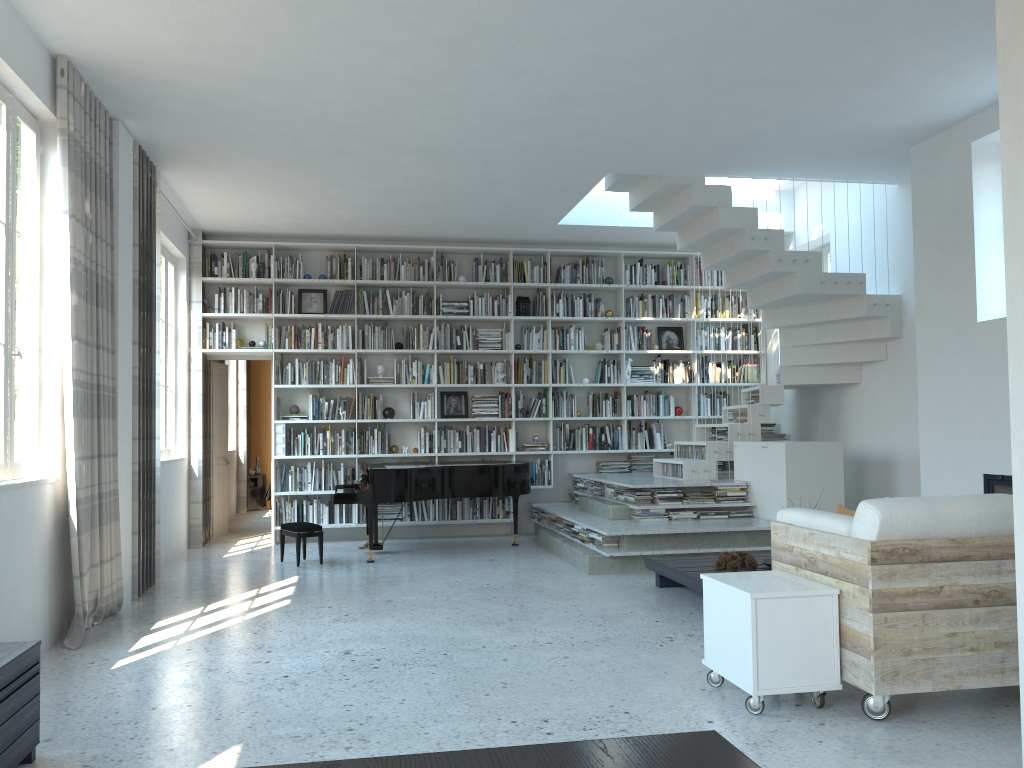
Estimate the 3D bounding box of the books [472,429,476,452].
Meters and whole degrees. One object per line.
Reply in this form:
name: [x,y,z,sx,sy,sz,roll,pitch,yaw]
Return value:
books: [-0.414,0.620,9.714,0.025,0.254,0.136,0,-2,-11]

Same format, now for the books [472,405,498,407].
books: [-0.299,0.242,9.730,0.285,0.012,0.159,0,-3,-6]

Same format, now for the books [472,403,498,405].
books: [-0.300,0.218,9.736,0.254,0.012,0.161,0,-3,-14]

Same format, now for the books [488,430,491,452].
books: [-0.248,0.628,9.730,0.014,0.235,0.154,0,-3,-11]

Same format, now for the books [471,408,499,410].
books: [-0.300,0.278,9.736,0.285,0.012,0.159,0,-3,-9]

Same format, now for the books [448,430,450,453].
books: [-0.691,0.624,9.656,0.024,0.247,0.132,0,-2,-11]

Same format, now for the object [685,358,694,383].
object: [2.013,-0.145,10.031,0.087,0.288,0.075,-2,-3,24]

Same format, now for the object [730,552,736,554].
object: [1.551,1.214,6.171,0.078,0.084,0.098,0,-3,-10]

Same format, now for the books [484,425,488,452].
books: [-0.283,0.597,9.716,0.012,0.296,0.178,0,-3,-11]

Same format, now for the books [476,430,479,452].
books: [-0.384,0.623,9.692,0.026,0.245,0.191,0,-3,-11]

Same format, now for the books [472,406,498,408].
books: [-0.299,0.254,9.731,0.254,0.012,0.161,0,-3,-16]

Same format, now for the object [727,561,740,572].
object: [1.438,1.190,5.754,0.081,0.083,0.098,-1,-3,-5]

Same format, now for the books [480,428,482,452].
books: [-0.342,0.615,9.707,0.010,0.261,0.181,0,-3,-11]

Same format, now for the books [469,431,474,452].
books: [-0.438,0.628,9.693,0.031,0.237,0.159,0,-3,-11]

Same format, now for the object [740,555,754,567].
object: [1.588,1.197,5.997,0.106,0.086,0.091,-1,-3,4]

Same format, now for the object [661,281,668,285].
object: [1.732,-1.136,10.074,0.071,0.072,0.071,-3,-3,38]

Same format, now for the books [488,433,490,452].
books: [-0.264,0.641,9.715,0.024,0.207,0.183,0,-3,-11]

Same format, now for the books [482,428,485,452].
books: [-0.323,0.613,9.703,0.028,0.264,0.161,0,-3,-11]

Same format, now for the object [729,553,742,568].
object: [1.499,1.189,5.977,0.108,0.108,0.094,2,-4,-43]

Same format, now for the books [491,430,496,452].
books: [-0.204,0.627,9.725,0.023,0.234,0.175,0,-3,-11]

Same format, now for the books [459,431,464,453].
books: [-0.550,0.627,9.660,0.029,0.237,0.166,0,-3,-11]

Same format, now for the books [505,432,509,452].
books: [-0.059,0.636,9.749,0.011,0.216,0.166,0,-3,-11]

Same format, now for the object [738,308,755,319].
object: [2.694,-0.808,10.200,0.203,0.137,0.095,-1,-3,5]

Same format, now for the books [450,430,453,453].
books: [-0.663,0.624,9.644,0.027,0.245,0.179,0,-3,-11]

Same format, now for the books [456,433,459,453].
books: [-0.603,0.637,9.647,0.023,0.217,0.174,0,-3,-11]

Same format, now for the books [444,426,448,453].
books: [-0.718,0.603,9.658,0.027,0.290,0.140,0,-2,-11]

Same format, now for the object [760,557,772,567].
object: [1.867,1.195,5.884,0.429,0.038,0.429,-2,-3,30]

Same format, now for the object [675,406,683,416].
object: [1.889,0.313,10.107,0.115,0.116,0.115,1,-3,-33]

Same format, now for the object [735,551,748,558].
object: [1.577,1.192,6.065,0.097,0.102,0.099,1,-3,-40]

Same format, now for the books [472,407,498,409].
books: [-0.299,0.266,9.729,0.285,0.012,0.159,0,-3,-6]

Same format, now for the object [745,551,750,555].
object: [1.623,1.202,6.109,0.086,0.101,0.078,1,-3,-36]

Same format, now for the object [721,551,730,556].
object: [1.462,1.185,6.045,0.090,0.106,0.097,-1,-3,11]

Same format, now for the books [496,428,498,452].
books: [-0.176,0.618,9.751,0.014,0.256,0.145,0,-3,-11]

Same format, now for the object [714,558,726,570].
object: [1.385,1.201,5.906,0.082,0.085,0.082,-1,-3,4]

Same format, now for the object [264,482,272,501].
object: [-2.727,1.361,12.603,1.481,0.540,1.451,0,-3,-11]

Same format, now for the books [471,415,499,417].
books: [-0.298,0.349,9.726,0.285,0.012,0.159,0,-3,-16]

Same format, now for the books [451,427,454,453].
books: [-0.643,0.605,9.645,0.013,0.282,0.166,0,-3,-11]

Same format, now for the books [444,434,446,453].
books: [-0.739,0.643,9.635,0.024,0.208,0.170,0,-3,-11]

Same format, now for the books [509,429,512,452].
books: [-0.026,0.620,9.750,0.033,0.246,0.176,0,-3,-11]

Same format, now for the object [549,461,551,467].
object: [0.415,0.981,9.753,0.011,0.260,0.142,0,-2,-11]

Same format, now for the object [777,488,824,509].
object: [1.888,0.948,5.811,0.309,0.521,0.436,-2,-3,20]

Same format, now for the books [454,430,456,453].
books: [-0.629,0.625,9.665,0.021,0.244,0.141,0,-3,-11]

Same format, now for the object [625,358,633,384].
object: [1.297,-0.143,9.880,0.087,0.288,0.075,-2,-3,24]

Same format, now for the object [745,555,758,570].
object: [1.589,1.191,5.888,0.083,0.100,0.092,-1,-3,-5]

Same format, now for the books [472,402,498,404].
books: [-0.300,0.205,9.735,0.254,0.012,0.161,0,-3,-15]

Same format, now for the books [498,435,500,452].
books: [-0.153,0.653,9.729,0.023,0.183,0.169,0,-3,-11]

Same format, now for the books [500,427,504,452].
books: [-0.121,0.609,9.749,0.026,0.272,0.175,0,-3,-11]

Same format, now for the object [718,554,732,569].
object: [1.427,1.196,5.969,0.110,0.101,0.114,1,-3,-28]

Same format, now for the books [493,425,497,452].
books: [-0.189,0.598,9.741,0.014,0.293,0.137,0,-2,-11]

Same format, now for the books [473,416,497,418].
books: [-0.299,0.361,9.733,0.254,0.012,0.161,0,-3,-9]

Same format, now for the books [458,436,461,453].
books: [-0.577,0.654,9.647,0.029,0.183,0.174,0,-3,-11]

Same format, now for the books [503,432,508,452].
books: [-0.085,0.638,9.743,0.042,0.212,0.169,0,-3,-11]

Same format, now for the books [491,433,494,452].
books: [-0.227,0.642,9.721,0.023,0.204,0.167,0,-3,-11]

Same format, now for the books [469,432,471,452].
books: [-0.466,0.636,9.695,0.025,0.220,0.140,0,-3,-11]

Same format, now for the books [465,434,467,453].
books: [-0.511,0.647,9.664,0.023,0.196,0.165,0,-3,-11]

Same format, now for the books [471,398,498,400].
books: [-0.301,0.169,9.740,0.285,0.012,0.159,0,-3,-9]

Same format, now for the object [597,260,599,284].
object: [0.956,-1.241,10.035,0.006,0.297,0.129,0,-2,-11]

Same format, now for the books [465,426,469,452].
books: [-0.490,0.600,9.683,0.026,0.291,0.152,0,-2,-11]

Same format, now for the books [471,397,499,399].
books: [-0.300,0.157,9.734,0.285,0.012,0.159,0,-3,-16]

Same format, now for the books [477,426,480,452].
books: [-0.369,0.603,9.720,0.014,0.286,0.134,0,-2,-11]
